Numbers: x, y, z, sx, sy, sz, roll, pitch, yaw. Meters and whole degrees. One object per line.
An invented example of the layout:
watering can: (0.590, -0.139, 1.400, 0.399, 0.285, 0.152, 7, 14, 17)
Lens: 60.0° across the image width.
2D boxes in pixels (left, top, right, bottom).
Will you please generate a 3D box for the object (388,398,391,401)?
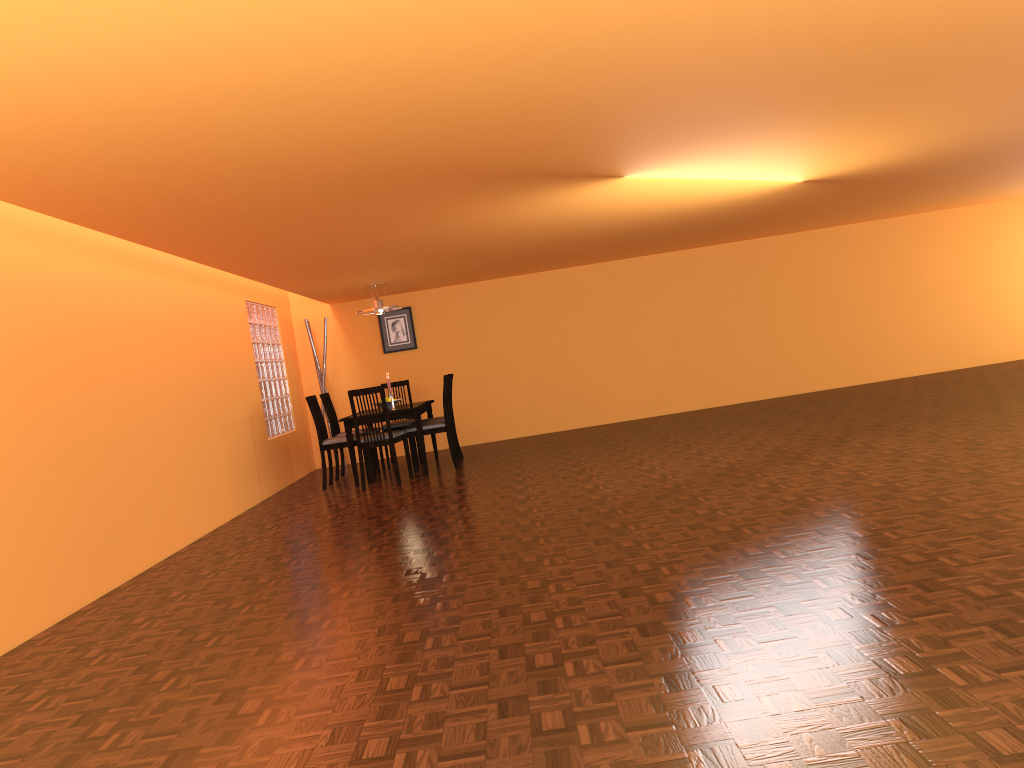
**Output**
object: (-1.063, 0.149, 7.751, 0.046, 0.046, 0.055, -9, 2, -17)

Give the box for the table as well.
table: (-1.038, 0.509, 7.889, 0.697, 0.584, 1.259, -9, 2, 0)

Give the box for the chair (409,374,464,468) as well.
chair: (-0.710, 0.335, 8.182, 0.465, 0.809, 0.373, -9, 2, 0)

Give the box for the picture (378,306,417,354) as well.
picture: (-1.220, -0.572, 9.440, 0.361, 0.456, 0.014, -9, 2, 0)

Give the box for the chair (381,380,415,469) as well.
chair: (-1.083, 0.380, 8.624, 0.373, 0.809, 0.465, -9, 2, -5)

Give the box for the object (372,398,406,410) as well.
object: (-1.101, 0.188, 7.838, 0.337, 0.072, 0.337, -10, 2, -34)

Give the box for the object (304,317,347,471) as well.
object: (-1.937, 0.103, 9.201, 0.308, 1.589, 0.226, -8, 2, 22)

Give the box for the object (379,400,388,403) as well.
object: (-1.132, 0.178, 7.810, 0.089, 0.076, 0.087, -9, 2, 6)

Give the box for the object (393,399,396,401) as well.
object: (-1.039, 0.156, 7.796, 0.055, 0.046, 0.046, -10, 2, -37)

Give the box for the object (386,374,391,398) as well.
object: (-1.126, 0.055, 8.114, 0.044, 0.326, 0.044, -9, 2, -12)

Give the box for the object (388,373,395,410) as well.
object: (-1.036, 0.057, 7.573, 0.044, 0.326, 0.044, -9, 2, -12)

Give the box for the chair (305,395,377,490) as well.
chair: (-1.460, 0.469, 7.602, 0.465, 0.809, 0.373, -9, 2, 0)

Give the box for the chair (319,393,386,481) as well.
chair: (-1.467, 0.452, 8.178, 0.465, 0.809, 0.373, -9, 2, 0)

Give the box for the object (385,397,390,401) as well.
object: (-1.109, 0.151, 7.909, 0.069, 0.066, 0.069, -9, 2, 9)

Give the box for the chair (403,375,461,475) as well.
chair: (-0.703, 0.351, 7.605, 0.465, 0.809, 0.373, -9, 2, 0)

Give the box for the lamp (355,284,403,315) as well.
lamp: (-1.240, -0.778, 8.170, 0.435, 0.274, 0.435, -8, 2, 22)

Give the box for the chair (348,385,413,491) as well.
chair: (-1.075, 0.422, 7.162, 0.373, 0.809, 0.465, -9, 2, 5)
